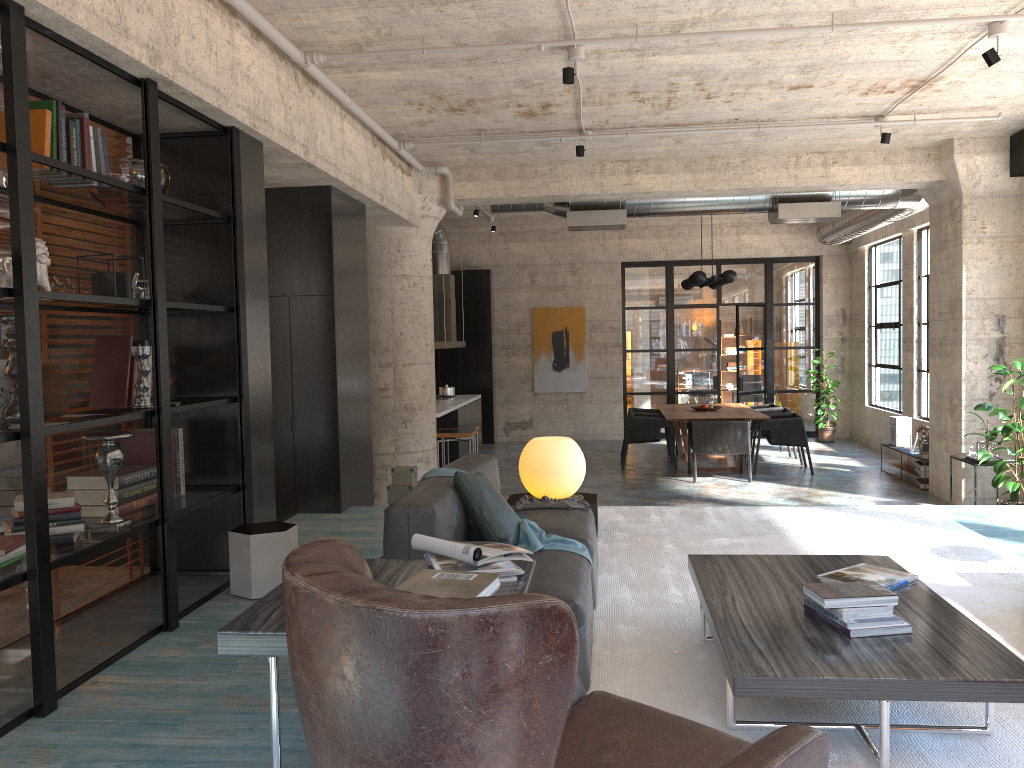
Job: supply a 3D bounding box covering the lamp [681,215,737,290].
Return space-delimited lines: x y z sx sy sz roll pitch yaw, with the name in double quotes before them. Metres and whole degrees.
"lamp" 2.686 -2.004 12.243 0.583 1.327 1.813 -1 3 6

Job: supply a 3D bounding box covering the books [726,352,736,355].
"books" 5.352 -0.742 21.432 0.326 0.055 0.255 0 3 16

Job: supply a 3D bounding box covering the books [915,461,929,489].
"books" 4.795 1.040 10.163 0.274 0.263 0.393 0 3 16

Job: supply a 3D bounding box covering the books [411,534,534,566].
"books" -0.135 0.568 3.023 0.273 0.109 0.322 -4 4 -44

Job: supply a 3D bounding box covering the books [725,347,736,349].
"books" 5.345 -0.871 21.436 0.355 0.021 0.272 -1 3 5

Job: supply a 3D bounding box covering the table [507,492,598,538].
"table" 0.264 0.914 5.954 0.616 0.230 1.044 -1 3 6

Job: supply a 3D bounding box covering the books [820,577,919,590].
"books" 1.465 0.799 3.633 0.318 0.011 0.252 -4 4 -39

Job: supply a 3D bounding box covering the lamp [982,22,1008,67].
"lamp" 2.953 -2.069 5.420 0.144 0.252 0.107 -2 3 -10

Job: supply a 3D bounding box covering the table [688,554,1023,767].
"table" 1.193 0.980 3.362 0.900 0.309 1.500 -1 3 6

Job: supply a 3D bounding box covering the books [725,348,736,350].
"books" 5.345 -0.841 21.417 0.379 0.036 0.244 -1 3 0

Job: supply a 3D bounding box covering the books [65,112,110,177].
"books" -1.940 -1.038 3.939 0.221 0.298 0.258 -1 3 6

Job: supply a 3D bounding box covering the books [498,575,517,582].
"books" -0.129 0.616 2.954 0.252 0.011 0.318 -2 3 -7

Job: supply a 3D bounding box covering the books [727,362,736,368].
"books" 5.374 -0.461 21.443 0.335 0.118 0.213 -1 3 6

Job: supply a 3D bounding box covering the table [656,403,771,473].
"table" 2.735 0.743 12.386 1.299 0.756 2.410 -1 3 6

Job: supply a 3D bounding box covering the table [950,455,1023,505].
"table" 4.523 0.993 8.450 0.450 0.563 0.600 -1 3 6

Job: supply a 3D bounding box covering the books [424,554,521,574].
"books" -0.138 0.595 2.952 0.252 0.011 0.318 -2 3 -17

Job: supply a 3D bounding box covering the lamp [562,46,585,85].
"lamp" 0.397 -2.046 5.694 0.141 0.215 0.107 -2 3 -11

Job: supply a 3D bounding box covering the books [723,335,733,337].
"books" 5.205 -1.152 21.374 0.206 0.034 0.132 -1 3 6

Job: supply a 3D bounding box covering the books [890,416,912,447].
"books" 4.931 0.599 11.255 0.191 0.362 0.277 -1 3 6

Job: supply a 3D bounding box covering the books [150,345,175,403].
"books" -2.024 -0.052 4.739 0.303 0.303 0.378 -1 3 8

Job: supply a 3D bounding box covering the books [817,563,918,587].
"books" 1.456 0.788 3.632 0.318 0.011 0.252 -3 3 -34

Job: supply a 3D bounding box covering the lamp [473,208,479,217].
"lamp" -0.532 -2.486 12.546 0.145 0.236 0.107 -2 3 -11

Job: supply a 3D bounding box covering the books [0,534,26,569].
"books" -1.999 0.645 3.417 0.231 0.068 0.319 -1 3 -2

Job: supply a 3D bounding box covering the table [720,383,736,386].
"table" 4.577 0.364 19.666 1.800 0.721 0.800 -1 3 6

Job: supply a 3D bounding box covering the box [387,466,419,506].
"box" -0.902 0.919 7.452 0.280 0.441 0.331 -1 3 -5

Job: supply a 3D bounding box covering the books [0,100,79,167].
"books" -1.969 -1.022 3.694 0.216 0.290 0.231 -1 3 6

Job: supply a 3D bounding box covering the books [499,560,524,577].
"books" -0.128 0.604 2.969 0.252 0.011 0.318 -2 3 -17

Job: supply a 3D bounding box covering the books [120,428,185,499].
"books" -1.931 0.430 4.784 0.277 0.362 0.191 -1 3 1

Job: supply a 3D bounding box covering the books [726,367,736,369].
"books" 5.385 -0.383 21.437 0.379 0.036 0.244 -1 3 5

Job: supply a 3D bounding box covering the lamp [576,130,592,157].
"lamp" 0.649 -2.164 7.989 0.141 0.215 0.107 -2 3 -11

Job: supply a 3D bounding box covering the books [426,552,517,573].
"books" -0.142 0.585 2.944 0.252 0.011 0.318 -2 3 -12

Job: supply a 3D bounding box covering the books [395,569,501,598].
"books" -0.191 0.605 2.536 0.278 0.075 0.320 -1 3 11

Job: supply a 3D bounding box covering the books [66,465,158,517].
"books" -1.992 0.530 4.444 0.274 0.197 0.393 -1 3 6

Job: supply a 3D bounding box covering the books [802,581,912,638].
"books" 1.186 0.778 3.122 0.279 0.116 0.322 -2 3 -9

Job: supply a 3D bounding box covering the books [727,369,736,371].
"books" 5.404 -0.349 21.471 0.379 0.036 0.244 -1 3 1

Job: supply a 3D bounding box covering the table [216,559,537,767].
"table" -0.349 0.922 2.749 0.800 0.570 0.800 -1 3 6

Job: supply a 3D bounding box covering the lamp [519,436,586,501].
"lamp" 0.277 0.582 6.110 0.462 0.417 0.462 1 3 34

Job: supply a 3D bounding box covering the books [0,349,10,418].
"books" -2.226 0.010 3.628 0.147 0.299 0.547 -1 3 6

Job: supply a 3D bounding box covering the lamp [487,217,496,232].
"lamp" -0.324 -2.584 14.401 0.145 0.236 0.107 -2 3 -11

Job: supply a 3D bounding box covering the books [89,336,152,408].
"books" -1.952 -0.063 4.442 0.216 0.354 0.256 -1 3 6

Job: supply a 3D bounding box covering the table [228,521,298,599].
"table" -1.346 0.950 4.821 0.365 0.340 0.316 1 3 36

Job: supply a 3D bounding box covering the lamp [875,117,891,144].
"lamp" 3.217 -2.195 7.701 0.107 0.236 0.145 -2 3 -11

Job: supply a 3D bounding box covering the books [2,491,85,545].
"books" -1.979 0.569 3.746 0.306 0.188 0.257 -3 3 -29

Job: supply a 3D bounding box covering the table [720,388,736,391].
"table" 4.586 0.456 17.771 1.800 0.721 0.800 -1 3 6
